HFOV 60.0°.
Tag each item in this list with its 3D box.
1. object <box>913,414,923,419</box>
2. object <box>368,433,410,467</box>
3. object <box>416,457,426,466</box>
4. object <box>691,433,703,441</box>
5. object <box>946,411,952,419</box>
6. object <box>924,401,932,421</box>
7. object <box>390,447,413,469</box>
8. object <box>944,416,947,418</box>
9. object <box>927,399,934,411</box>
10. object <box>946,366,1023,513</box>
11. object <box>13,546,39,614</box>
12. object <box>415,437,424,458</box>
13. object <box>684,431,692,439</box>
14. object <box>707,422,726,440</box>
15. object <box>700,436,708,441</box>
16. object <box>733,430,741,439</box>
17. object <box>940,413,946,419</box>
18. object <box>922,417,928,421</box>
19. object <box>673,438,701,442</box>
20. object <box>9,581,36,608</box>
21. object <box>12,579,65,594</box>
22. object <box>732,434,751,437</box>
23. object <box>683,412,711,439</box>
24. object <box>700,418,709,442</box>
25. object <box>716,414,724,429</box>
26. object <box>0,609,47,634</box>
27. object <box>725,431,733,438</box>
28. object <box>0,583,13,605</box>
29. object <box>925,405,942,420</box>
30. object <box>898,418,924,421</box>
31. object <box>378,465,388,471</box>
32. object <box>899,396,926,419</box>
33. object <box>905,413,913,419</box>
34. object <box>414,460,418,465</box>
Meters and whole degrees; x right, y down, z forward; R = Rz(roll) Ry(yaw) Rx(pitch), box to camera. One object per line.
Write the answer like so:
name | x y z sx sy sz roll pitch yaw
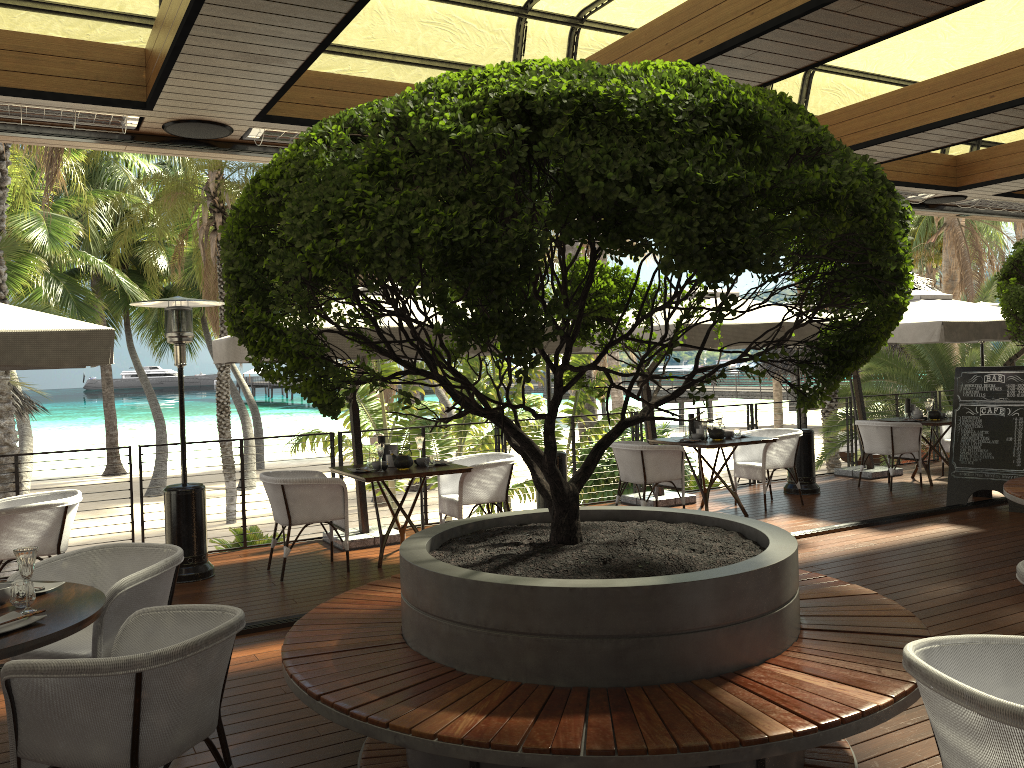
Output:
object | 4.819 0.397 10.520 0.116 0.065 0.116 -2 1 -25
object | -1.039 0.562 7.535 0.263 0.264 0.263 -2 1 16
object | -0.744 0.654 7.427 0.116 0.065 0.116 -3 1 -30
object | 1.859 0.533 8.891 0.116 0.065 0.116 -3 1 -30
object | 5.233 0.371 10.591 0.086 0.086 0.086 -2 1 -24
object | 4.858 0.316 10.354 0.082 0.227 0.082 -2 0 -28
object | -0.894 0.605 7.270 0.168 0.179 0.163 -2 1 -27
object | 5.281 0.395 10.798 0.170 0.025 0.294 -3 2 -29
object | 5.121 0.295 10.845 0.082 0.227 0.082 -2 0 -28
object | 4.893 0.518 8.922 0.772 1.397 0.768 -2 1 -44
object | -1.744 0.705 3.189 0.082 0.227 0.082 -2 0 23
object | -0.788 0.567 7.592 0.082 0.227 0.082 -2 0 -28
object | 1.788 0.523 8.978 0.086 0.086 0.086 -2 1 -24
object | 2.056 0.469 8.894 0.168 0.179 0.163 -2 1 -27
object | 1.908 0.545 8.806 0.080 0.042 0.080 -1 1 22
object | 2.273 0.507 8.962 0.086 0.086 0.086 -2 1 -24
object | 5.165 0.382 10.680 0.116 0.065 0.116 -2 1 -25
object | 4.867 0.409 10.435 0.080 0.042 0.080 -3 1 -37
object | 1.746 0.560 8.774 0.170 0.025 0.294 -3 2 -29
object | -1.808 0.779 3.275 0.086 0.086 0.086 -2 1 -27
object | -1.947 0.808 3.507 0.294 0.025 0.170 -1 1 17
object | 2.321 0.532 9.169 0.170 0.025 0.294 -3 2 -29
object | 1.912 0.426 9.159 0.263 0.264 0.263 -2 1 16
object | 1.898 0.452 8.725 0.082 0.227 0.082 -2 1 -40
object | 2.162 0.431 9.216 0.082 0.227 0.082 -2 0 -28
object | -1.713 0.813 3.003 0.170 0.025 0.295 -1 1 22
object | 2.206 0.518 9.051 0.116 0.065 0.116 -3 1 -30
object | -1.932 0.792 3.324 0.116 0.065 0.116 -1 2 44
object | 5.016 0.333 10.526 0.163 0.179 0.168 -2 1 -31
object | 4.705 0.424 10.403 0.170 0.025 0.294 -3 2 -29
object | -1.042 0.681 7.182 0.080 0.042 0.080 -1 1 22
object | 4.871 0.290 10.788 0.263 0.264 0.263 -2 1 16
object | 4.748 0.386 10.607 0.086 0.086 0.086 -2 1 -24
object | -0.793 0.665 7.514 0.080 0.042 0.080 -1 1 22
